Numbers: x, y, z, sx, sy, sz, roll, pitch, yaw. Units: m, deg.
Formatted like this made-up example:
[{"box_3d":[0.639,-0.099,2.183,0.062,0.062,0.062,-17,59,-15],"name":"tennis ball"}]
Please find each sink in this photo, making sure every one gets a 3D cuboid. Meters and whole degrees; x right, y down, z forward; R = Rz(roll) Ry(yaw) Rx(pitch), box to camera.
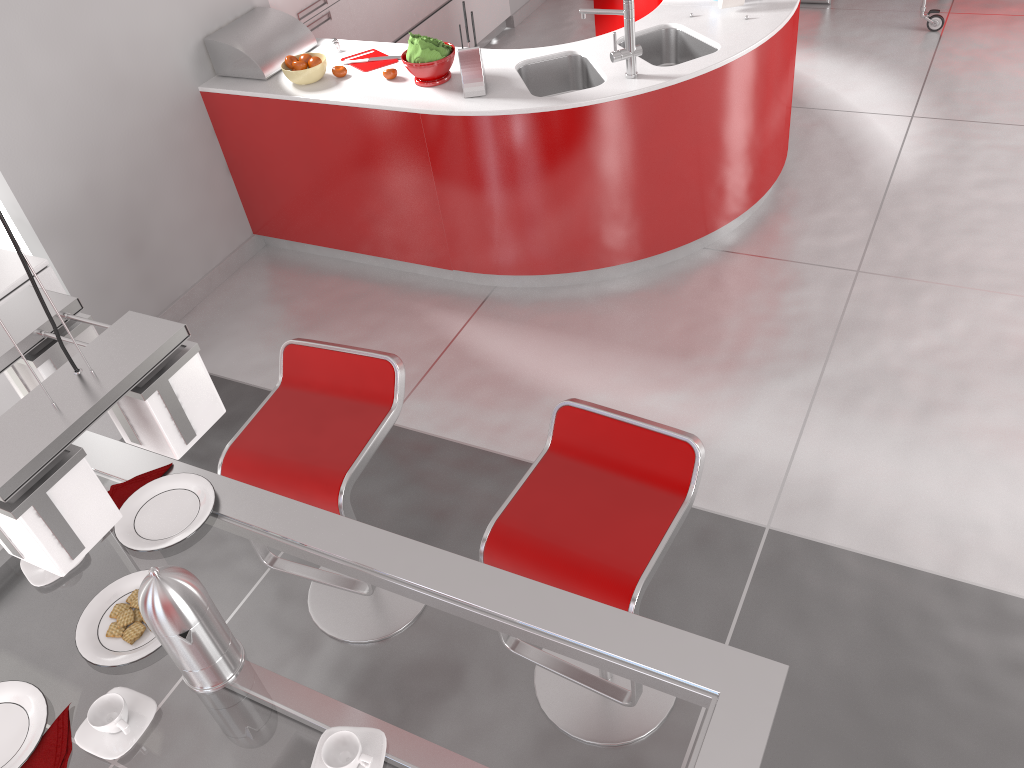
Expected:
[{"box_3d":[0.668,-1.355,3.809,0.326,0.172,0.428,-22,43,-13],"name":"sink"},{"box_3d":[0.210,-1.208,3.733,0.326,0.172,0.428,-14,41,-5],"name":"sink"}]

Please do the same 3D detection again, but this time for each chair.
[{"box_3d":[0.230,0.521,2.309,0.418,0.857,0.460,17,48,27],"name":"chair"},{"box_3d":[-0.509,0.342,2.655,0.418,0.857,0.460,10,45,21],"name":"chair"}]

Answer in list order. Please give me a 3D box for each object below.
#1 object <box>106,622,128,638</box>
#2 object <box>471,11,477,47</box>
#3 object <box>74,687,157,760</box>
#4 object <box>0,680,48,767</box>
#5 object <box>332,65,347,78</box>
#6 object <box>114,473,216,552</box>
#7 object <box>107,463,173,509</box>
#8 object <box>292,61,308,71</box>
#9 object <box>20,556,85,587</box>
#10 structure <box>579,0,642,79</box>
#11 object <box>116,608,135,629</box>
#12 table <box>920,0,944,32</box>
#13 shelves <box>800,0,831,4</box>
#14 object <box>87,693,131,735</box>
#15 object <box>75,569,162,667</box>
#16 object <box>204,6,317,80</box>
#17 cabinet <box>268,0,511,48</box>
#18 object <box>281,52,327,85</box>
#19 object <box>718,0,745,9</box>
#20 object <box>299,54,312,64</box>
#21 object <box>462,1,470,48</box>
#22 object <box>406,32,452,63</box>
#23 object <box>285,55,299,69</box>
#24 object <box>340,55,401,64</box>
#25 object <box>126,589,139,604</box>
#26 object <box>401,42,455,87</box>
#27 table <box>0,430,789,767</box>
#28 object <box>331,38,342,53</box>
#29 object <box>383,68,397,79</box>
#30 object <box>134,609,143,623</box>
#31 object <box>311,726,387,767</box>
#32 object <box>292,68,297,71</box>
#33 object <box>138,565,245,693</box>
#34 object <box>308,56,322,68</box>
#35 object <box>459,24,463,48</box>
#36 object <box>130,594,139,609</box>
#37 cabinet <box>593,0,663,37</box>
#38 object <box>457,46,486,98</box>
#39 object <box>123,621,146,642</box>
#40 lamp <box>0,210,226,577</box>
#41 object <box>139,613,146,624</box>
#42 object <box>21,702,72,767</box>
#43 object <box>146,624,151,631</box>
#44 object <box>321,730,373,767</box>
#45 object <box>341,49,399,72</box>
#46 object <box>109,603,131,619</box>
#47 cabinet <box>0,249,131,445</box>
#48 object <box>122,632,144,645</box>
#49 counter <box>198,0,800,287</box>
[{"box_3d":[-0.751,0.466,1.686,0.036,0.006,0.034,-2,42,9],"name":"object"},{"box_3d":[-0.141,-1.334,3.552,0.012,0.279,0.130,-7,41,3],"name":"object"},{"box_3d":[-0.682,0.588,1.534,0.119,0.016,0.119,11,45,22],"name":"object"},{"box_3d":[-0.915,0.618,1.544,0.217,0.015,0.217,-4,42,7],"name":"object"},{"box_3d":[-0.762,-1.381,3.925,0.065,0.047,0.063,13,46,24],"name":"object"},{"box_3d":[-0.739,0.275,1.896,0.217,0.015,0.217,-24,43,-15],"name":"object"},{"box_3d":[-0.858,0.243,1.958,0.095,0.012,0.234,13,46,24],"name":"object"},{"box_3d":[-0.933,-1.402,3.905,0.065,0.052,0.062,2,43,13],"name":"object"},{"box_3d":[-0.948,0.365,1.837,0.119,0.016,0.119,-36,48,-27],"name":"object"},{"box_3d":[0.404,-1.612,3.290,0.308,0.920,0.178,-19,42,-10],"name":"structure"},{"box_3d":[-0.739,0.448,1.695,0.034,0.006,0.036,-23,43,-15],"name":"object"},{"box_3d":[3.322,-2.525,5.264,1.627,0.682,0.749,14,47,25],"name":"table"},{"box_3d":[1.265,-3.764,5.604,1.735,2.599,0.535,13,46,24],"name":"shelves"},{"box_3d":[-0.682,0.574,1.513,0.062,0.049,0.078,-21,42,-13],"name":"object"},{"box_3d":[-0.724,0.448,1.699,0.217,0.015,0.217,-23,43,-15],"name":"object"},{"box_3d":[-1.167,-1.598,4.142,0.300,0.170,0.400,13,46,24],"name":"object"},{"box_3d":[-0.926,-2.678,5.245,0.614,2.026,2.398,13,46,24],"name":"cabinet"},{"box_3d":[-0.912,-1.388,3.932,0.201,0.086,0.201,14,47,25],"name":"object"},{"box_3d":[0.957,-1.699,3.886,0.100,0.080,0.109,-8,41,2],"name":"object"},{"box_3d":[-0.918,-1.443,3.949,0.066,0.049,0.062,11,45,22],"name":"object"},{"box_3d":[-0.171,-1.349,3.550,0.014,0.322,0.150,-7,41,3],"name":"object"},{"box_3d":[-0.341,-1.380,3.703,0.198,0.182,0.193,18,48,28],"name":"object"},{"box_3d":[-0.977,-1.428,3.937,0.055,0.058,0.066,2,43,14],"name":"object"},{"box_3d":[-0.594,-1.476,4.017,0.375,0.008,0.041,-3,42,7],"name":"object"},{"box_3d":[-0.734,0.418,1.736,0.036,0.006,0.034,13,46,24],"name":"object"},{"box_3d":[-0.343,-1.342,3.742,0.229,0.118,0.228,-7,41,3],"name":"object"},{"box_3d":[-0.410,0.911,1.887,1.700,1.000,0.800,13,46,24],"name":"table"},{"box_3d":[-0.825,-1.586,4.150,0.043,0.066,0.042,25,52,33],"name":"object"},{"box_3d":[-0.526,-1.343,3.831,0.064,0.048,0.063,-2,42,8],"name":"object"},{"box_3d":[-0.715,0.443,1.705,0.036,0.006,0.034,29,54,36],"name":"object"},{"box_3d":[-0.263,0.610,1.427,0.119,0.016,0.119,-1,42,10],"name":"object"},{"box_3d":[-0.948,-1.396,3.951,0.055,0.058,0.066,18,48,28],"name":"object"},{"box_3d":[-0.571,0.397,1.520,0.149,0.287,0.113,20,49,30],"name":"object"},{"box_3d":[-0.870,-1.417,3.910,0.066,0.049,0.062,20,49,30],"name":"object"},{"box_3d":[-0.195,-1.330,3.555,0.009,0.197,0.091,-7,41,3],"name":"object"},{"box_3d":[-0.721,0.420,1.723,0.034,0.006,0.036,5,43,16],"name":"object"},{"box_3d":[-0.083,-1.419,4.486,1.875,0.761,1.025,-18,42,-9],"name":"cabinet"},{"box_3d":[-0.161,-1.274,3.580,0.091,0.178,0.137,-6,41,5],"name":"object"},{"box_3d":[-0.711,0.465,1.670,0.034,0.006,0.036,24,51,32],"name":"object"},{"box_3d":[-0.662,-0.278,0.864,0.304,1.025,0.304,13,46,24],"name":"lamp"},{"box_3d":[-0.693,0.438,1.696,0.034,0.006,0.036,-33,46,-24],"name":"object"},{"box_3d":[-0.794,0.651,1.487,0.095,0.012,0.234,12,46,23],"name":"object"},{"box_3d":[-0.678,0.450,1.689,0.036,0.006,0.034,-35,47,-26],"name":"object"},{"box_3d":[-0.261,0.596,1.407,0.062,0.049,0.078,-34,47,-25],"name":"object"},{"box_3d":[-0.649,-1.471,4.032,0.168,0.006,0.266,-31,45,-22],"name":"object"},{"box_3d":[-0.758,0.439,1.717,0.036,0.006,0.034,1,42,13],"name":"object"},{"box_3d":[-2.212,0.407,2.897,0.610,0.880,1.802,13,46,24],"name":"cabinet"},{"box_3d":[-0.714,0.471,1.673,0.034,0.006,0.036,17,48,27],"name":"object"},{"box_3d":[0.142,-1.312,4.370,2.865,0.880,1.868,-26,44,-17],"name":"counter"}]
